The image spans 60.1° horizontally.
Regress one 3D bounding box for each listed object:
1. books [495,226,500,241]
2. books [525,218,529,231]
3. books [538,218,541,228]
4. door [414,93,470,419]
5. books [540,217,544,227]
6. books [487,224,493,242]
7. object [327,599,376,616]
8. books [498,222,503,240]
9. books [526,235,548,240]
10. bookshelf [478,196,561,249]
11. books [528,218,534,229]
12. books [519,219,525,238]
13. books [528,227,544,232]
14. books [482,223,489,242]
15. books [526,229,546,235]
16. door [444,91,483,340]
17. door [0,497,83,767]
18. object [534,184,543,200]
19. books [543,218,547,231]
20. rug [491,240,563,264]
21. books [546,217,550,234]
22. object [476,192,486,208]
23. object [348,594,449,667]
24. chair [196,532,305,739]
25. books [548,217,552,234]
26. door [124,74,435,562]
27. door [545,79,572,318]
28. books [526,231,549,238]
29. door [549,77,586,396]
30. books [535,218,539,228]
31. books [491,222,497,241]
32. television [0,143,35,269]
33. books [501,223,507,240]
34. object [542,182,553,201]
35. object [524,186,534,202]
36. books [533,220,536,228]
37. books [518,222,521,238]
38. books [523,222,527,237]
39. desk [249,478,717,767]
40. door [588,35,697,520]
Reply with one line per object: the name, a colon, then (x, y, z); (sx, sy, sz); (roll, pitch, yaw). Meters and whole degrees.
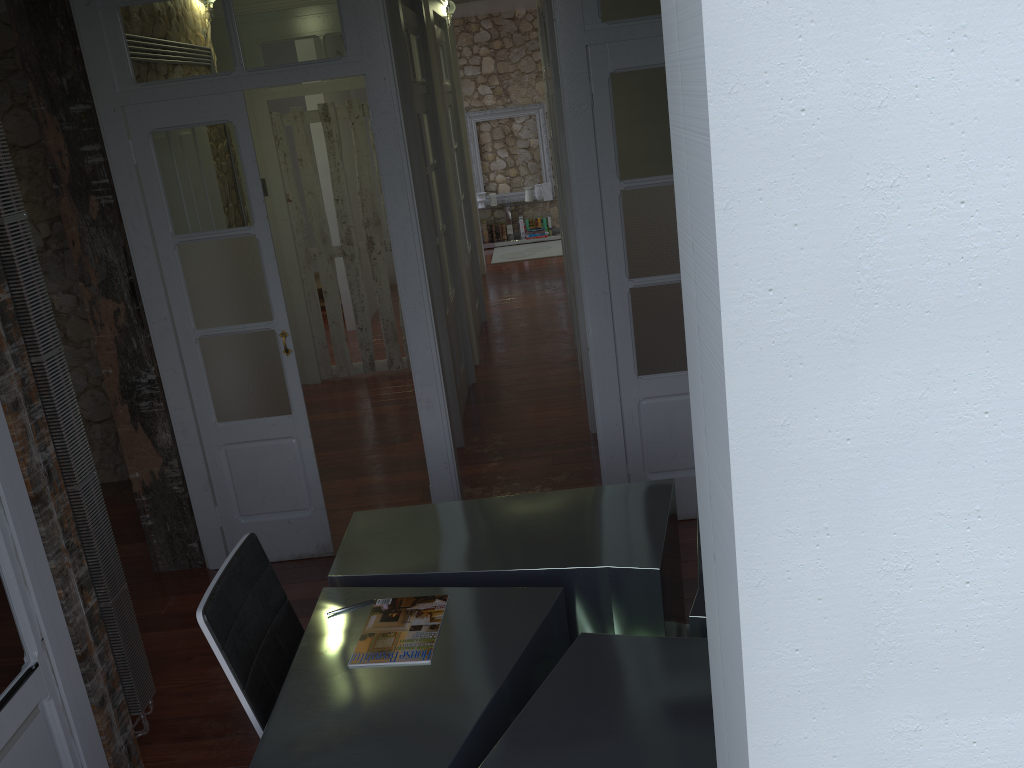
books: (-0.198, -2.074, 12.137); (0.048, 0.189, 0.146); (-7, 17, 3)
books: (0.217, -2.145, 12.142); (0.045, 0.219, 0.177); (-7, 17, 3)
books: (0.382, -2.162, 12.108); (0.034, 0.231, 0.186); (-7, 17, 3)
door: (-0.463, -0.800, 5.716); (0.041, 2.056, 1.093); (-7, 16, 3)
books: (0.415, -2.167, 12.110); (0.034, 0.231, 0.186); (-7, 17, 3)
books: (-0.296, -2.085, 12.148); (0.057, 0.226, 0.192); (-6, 17, 3)
object: (-0.467, 0.649, 2.582); (0.150, 0.011, 0.011); (-14, 18, -20)
books: (-0.156, -2.099, 12.146); (0.038, 0.220, 0.161); (-7, 17, 3)
books: (0.335, -1.990, 11.930); (0.284, 0.032, 0.200); (-6, 18, 3)
bookshelf: (-0.042, -2.181, 12.070); (1.400, 0.542, 0.406); (-6, 17, 3)
books: (0.267, -2.146, 12.117); (0.057, 0.225, 0.173); (-7, 17, 3)
books: (0.139, -2.153, 12.123); (0.053, 0.265, 0.179); (-7, 17, 3)
books: (0.324, -2.074, 11.908); (0.204, 0.023, 0.146); (-6, 18, 3)
books: (-0.359, -2.098, 12.159); (0.066, 0.259, 0.201); (-7, 17, 3)
books: (0.323, -2.049, 11.916); (0.254, 0.029, 0.177); (-5, 19, 8)
door: (-0.429, -1.382, 7.439); (0.041, 2.056, 1.093); (-7, 16, 3)
door: (-1.353, 0.565, 1.841); (0.041, 2.150, 1.178); (-7, 16, 3)
object: (0.362, -2.578, 11.913); (0.115, 0.206, 0.114); (7, 22, 41)
books: (0.454, -2.167, 12.117); (0.045, 0.219, 0.177); (-7, 17, 3)
rug: (0.281, -1.710, 11.377); (1.067, 0.016, 1.085); (-6, 18, 3)
books: (0.488, -2.173, 12.106); (0.026, 0.228, 0.162); (-7, 17, 3)
object: (-0.419, -2.470, 11.915); (0.173, 0.190, 0.174); (-6, 17, 3)
object: (-0.306, 0.679, 2.447); (0.223, 0.012, 0.312); (-5, 19, 8)
chair: (-0.432, 0.895, 2.477); (0.601, 0.906, 0.482); (-6, 16, 3)
books: (0.517, -2.177, 12.101); (0.034, 0.231, 0.186); (-7, 17, 3)
door: (-0.882, -0.229, 4.027); (1.193, 2.151, 0.487); (-14, 17, -22)
door: (0.418, -1.476, 7.395); (0.041, 2.056, 1.093); (-7, 16, 3)
books: (0.331, -2.020, 11.921); (0.285, 0.031, 0.200); (-11, 19, -11)
door: (0.385, -0.898, 5.684); (0.041, 2.056, 1.093); (-7, 16, 3)
books: (0.349, -2.159, 12.114); (0.034, 0.231, 0.186); (-7, 17, 3)
books: (-0.248, -2.104, 12.123); (0.044, 0.266, 0.142); (-7, 16, 3)
television: (-3.299, -0.927, 4.997); (1.127, 0.721, 0.106); (-6, 16, 3)
books: (-0.110, -2.105, 12.140); (0.057, 0.225, 0.173); (-7, 17, 3)
object: (0.471, -2.561, 11.788); (0.118, 0.224, 0.074); (-7, 16, 3)
object: (0.226, -2.559, 11.930); (0.116, 0.192, 0.137); (3, 20, 32)
books: (0.315, -2.147, 12.121); (0.037, 0.211, 0.171); (-7, 17, 3)
books: (0.103, -2.119, 12.131); (0.027, 0.204, 0.164); (-7, 17, 3)
books: (0.183, -2.128, 12.128); (0.026, 0.204, 0.164); (-7, 17, 3)
desk: (0.305, 0.909, 2.547); (1.711, 0.644, 1.468); (-6, 18, 3)
door: (0.951, -0.421, 3.890); (1.057, 2.148, 0.041); (-7, 16, 3)
